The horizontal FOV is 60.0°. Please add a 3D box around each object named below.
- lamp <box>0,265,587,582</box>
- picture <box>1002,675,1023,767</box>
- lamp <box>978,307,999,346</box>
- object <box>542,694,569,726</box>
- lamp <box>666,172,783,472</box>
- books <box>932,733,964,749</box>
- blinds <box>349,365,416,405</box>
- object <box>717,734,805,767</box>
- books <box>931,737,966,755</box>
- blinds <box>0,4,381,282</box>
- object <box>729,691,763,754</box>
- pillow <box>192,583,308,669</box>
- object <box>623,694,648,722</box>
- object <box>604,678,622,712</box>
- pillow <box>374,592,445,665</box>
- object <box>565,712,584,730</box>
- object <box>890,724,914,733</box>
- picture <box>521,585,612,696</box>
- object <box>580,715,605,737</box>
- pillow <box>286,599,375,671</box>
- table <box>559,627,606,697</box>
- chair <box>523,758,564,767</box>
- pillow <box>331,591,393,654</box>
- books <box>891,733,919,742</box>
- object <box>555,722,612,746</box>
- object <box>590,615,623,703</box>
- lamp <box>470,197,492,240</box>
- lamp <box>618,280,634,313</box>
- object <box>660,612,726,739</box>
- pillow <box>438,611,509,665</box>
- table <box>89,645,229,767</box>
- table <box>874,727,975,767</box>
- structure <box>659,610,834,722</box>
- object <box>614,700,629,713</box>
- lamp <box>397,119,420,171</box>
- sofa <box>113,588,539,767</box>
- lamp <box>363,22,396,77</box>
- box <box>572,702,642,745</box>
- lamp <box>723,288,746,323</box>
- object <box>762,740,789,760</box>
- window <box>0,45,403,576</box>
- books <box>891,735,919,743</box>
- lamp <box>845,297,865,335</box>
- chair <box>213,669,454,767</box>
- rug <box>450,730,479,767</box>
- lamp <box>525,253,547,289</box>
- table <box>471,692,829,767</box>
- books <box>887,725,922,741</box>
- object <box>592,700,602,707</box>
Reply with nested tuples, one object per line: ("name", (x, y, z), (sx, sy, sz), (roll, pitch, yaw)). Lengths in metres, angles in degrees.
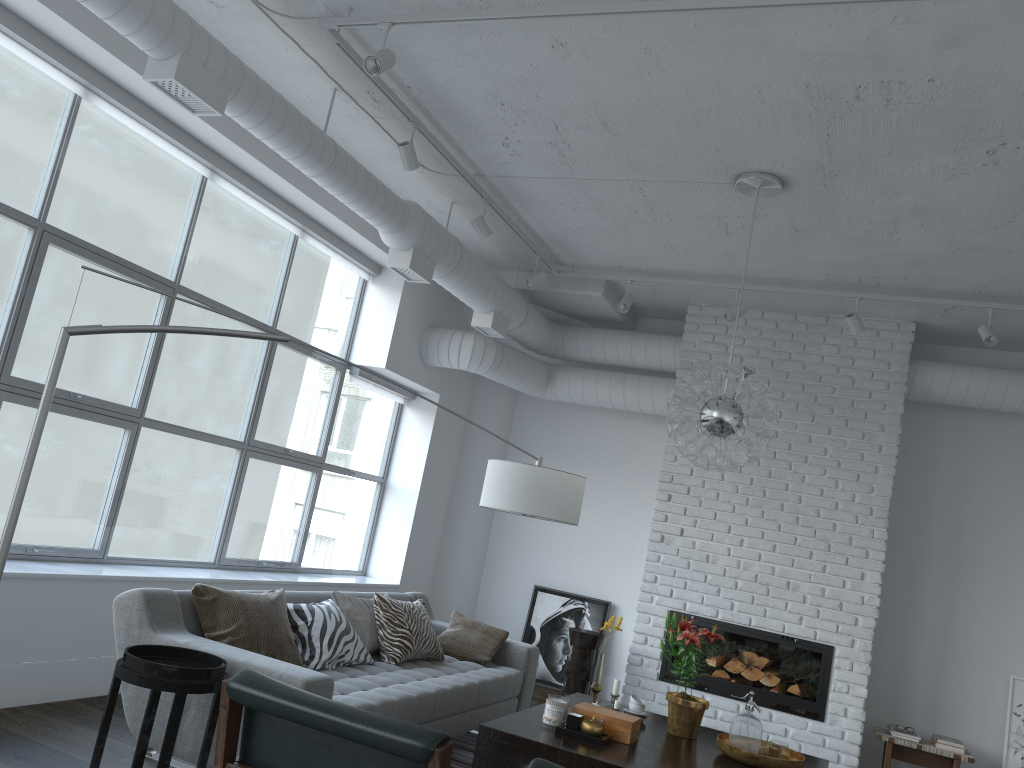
("lamp", (-0.705, 0.728, 3.260), (2.162, 1.738, 0.432), (17, -11, -32))
("picture", (3.686, 2.497, 5.988), (0.637, 0.884, 0.093), (7, -10, 23))
("lamp", (3.015, -0.374, 5.606), (0.093, 0.285, 0.154), (11, -9, 1))
("object", (0.195, 1.436, 3.899), (0.106, 0.116, 0.117), (11, -9, 3))
("lamp", (1.155, -0.317, 4.558), (0.552, 1.546, 0.552), (10, -9, 11))
("books", (2.951, 2.416, 6.002), (0.173, 0.025, 0.238), (8, -10, 21))
("blinds", (-1.019, 0.020, 7.034), (0.086, 0.130, 0.903), (7, -10, 23))
("object", (1.102, 1.650, 3.949), (0.383, 0.068, 0.383), (15, -10, -24))
("books", (2.943, 2.441, 5.990), (0.185, 0.032, 0.267), (8, -10, 21))
("blinds", (-1.691, -1.231, 5.081), (0.086, 0.130, 3.613), (7, -10, 23))
("object", (1.069, 1.541, 4.027), (0.143, 0.288, 0.143), (12, -9, -5))
("pillow", (-1.147, 1.073, 3.864), (0.298, 0.338, 0.597), (6, -11, 32))
("object", (0.615, 1.600, 4.380), (0.121, 0.113, 0.124), (3, -12, 42))
("object", (0.515, 1.558, 4.434), (0.098, 0.174, 0.098), (8, -10, 17))
("pillow", (-0.570, 1.334, 4.860), (0.271, 0.340, 0.576), (7, -10, 27))
("object", (0.269, 1.448, 3.807), (0.058, 0.055, 0.058), (7, -10, 23))
("object", (2.684, 2.365, 6.106), (0.134, 0.038, 0.093), (13, -9, -10))
("picture", (0.412, 2.117, 7.328), (0.686, 0.775, 0.130), (7, -10, 23))
("object", (0.343, 1.444, 3.757), (0.103, 0.077, 0.103), (12, -9, -5))
("pillow", (-0.923, 1.225, 4.323), (0.346, 0.283, 0.578), (7, -10, 23))
("table", (0.505, 2.109, 6.546), (0.282, 0.558, 0.281), (11, -9, 2))
("chair", (0.416, 1.329, 2.253), (0.678, 0.698, 0.983), (7, -10, 23))
("pillow", (-0.755, 1.322, 4.859), (0.254, 0.318, 0.663), (7, -10, 24))
("books", (2.686, 2.404, 6.075), (0.171, 0.011, 0.306), (8, -10, 22))
("object", (0.305, 1.484, 3.761), (0.214, 0.023, 0.130), (7, -10, 23))
("object", (0.474, 1.402, 4.467), (0.121, 0.470, 0.120), (4, -12, 38))
("lamp", (-0.178, -1.032, 5.497), (0.154, 0.285, 0.087), (15, -10, -22))
("lamp", (0.847, -0.657, 6.535), (0.095, 0.285, 0.154), (8, -10, 21))
("object", (0.831, 1.393, 4.244), (0.284, 0.558, 0.275), (14, -9, -15))
("pillow", (-0.262, 1.530, 5.324), (0.427, 0.261, 0.236), (7, -10, 25))
("table", (-1.230, 1.217, 3.076), (0.379, 0.536, 0.379), (4, -12, 40))
("table", (2.762, 2.601, 6.009), (0.605, 0.345, 0.405), (7, -10, 23))
("structure", (1.763, 2.094, 6.598), (1.168, 0.578, 0.675), (7, -10, 23))
("object", (0.503, 1.568, 4.265), (0.102, 0.098, 0.102), (16, -10, -27))
("lamp", (-0.524, -1.246, 4.609), (0.087, 0.285, 0.154), (6, -11, 32))
("sofa", (-0.753, 1.462, 4.462), (0.991, 0.684, 2.541), (7, -10, 23))
("lamp", (-0.540, -1.399, 3.691), (0.095, 0.285, 0.154), (9, -9, 16))
("box", (0.412, 1.492, 3.905), (0.294, 0.093, 0.169), (7, -10, 23))
("lamp", (1.574, -0.562, 6.227), (0.154, 0.285, 0.090), (13, -9, -8))
("object", (1.167, 1.647, 3.944), (0.085, 0.089, 0.195), (6, -11, 32))
("window", (-1.797, -0.068, 5.357), (0.107, 2.340, 4.566), (7, -10, 23))
("books", (2.690, 2.417, 6.082), (0.172, 0.011, 0.273), (8, -10, 22))
("lamp", (2.293, -0.468, 5.919), (0.154, 0.285, 0.097), (16, -10, -26))
("chair", (-0.353, 1.229, 2.582), (0.678, 0.698, 0.983), (7, -10, 23))
("rug", (0.703, 2.000, 3.837), (2.735, 0.012, 3.760), (7, -10, 23))
("lamp", (0.187, -0.813, 6.389), (0.154, 0.285, 0.087), (14, -10, -17))
("table", (0.671, 1.801, 3.938), (1.306, 0.394, 1.362), (7, -10, 23))
("books", (2.691, 2.392, 6.088), (0.202, 0.019, 0.280), (8, -10, 21))
("object", (0.403, 1.572, 4.319), (0.069, 0.078, 0.124), (10, -9, 6))
